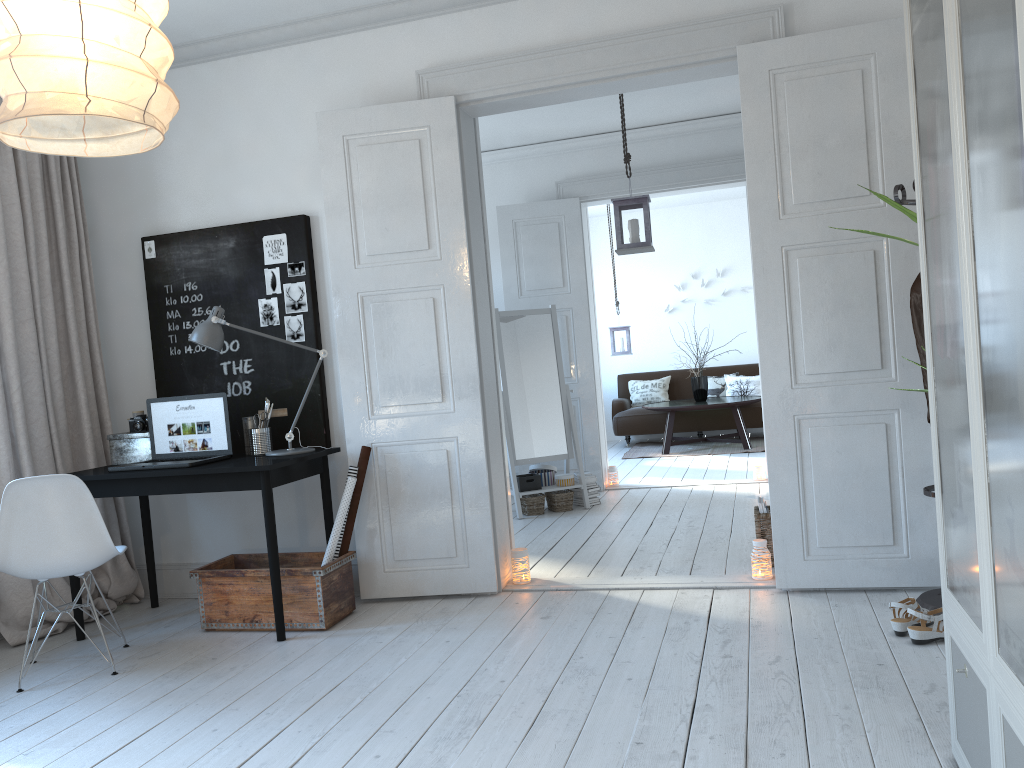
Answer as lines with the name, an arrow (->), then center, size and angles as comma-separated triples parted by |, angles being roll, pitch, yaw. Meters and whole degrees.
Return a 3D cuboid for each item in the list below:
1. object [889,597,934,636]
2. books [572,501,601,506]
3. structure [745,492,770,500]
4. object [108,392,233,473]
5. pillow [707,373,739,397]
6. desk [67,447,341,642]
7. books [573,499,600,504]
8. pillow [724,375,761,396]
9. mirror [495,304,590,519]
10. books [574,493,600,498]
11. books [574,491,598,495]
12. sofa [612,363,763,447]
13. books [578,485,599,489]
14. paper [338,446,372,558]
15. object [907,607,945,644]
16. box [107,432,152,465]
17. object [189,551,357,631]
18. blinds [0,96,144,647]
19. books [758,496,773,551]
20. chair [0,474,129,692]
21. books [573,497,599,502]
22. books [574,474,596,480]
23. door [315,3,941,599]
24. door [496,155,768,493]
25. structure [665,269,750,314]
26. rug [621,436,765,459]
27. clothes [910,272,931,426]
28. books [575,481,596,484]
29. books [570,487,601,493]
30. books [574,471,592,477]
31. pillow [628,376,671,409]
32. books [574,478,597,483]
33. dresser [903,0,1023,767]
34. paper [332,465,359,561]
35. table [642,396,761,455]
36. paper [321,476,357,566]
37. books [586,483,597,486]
object -> 1.465, 0.834, 3.265 | 0.272, 0.126, 0.099 | -6, 2, -42
books -> 0.552, 0.882, 6.575 | 0.128, 0.016, 0.178 | -6, 2, -36
structure -> 2.268, -0.581, 6.209 | 1.247, 2.830, 0.800 | -6, 3, -29
object -> -1.581, 0.220, 4.078 | 0.446, 0.315, 0.325 | -4, 2, 16
pillow -> 2.414, 0.058, 10.353 | 0.473, 0.348, 0.158 | -4, 2, 14
desk -> -1.444, 0.744, 4.165 | 1.160, 0.759, 0.650 | -4, 2, 16
books -> 0.546, 0.866, 6.574 | 0.128, 0.016, 0.177 | -6, 2, -33
pillow -> 2.674, 0.030, 10.201 | 0.471, 0.309, 0.188 | -4, 2, 16
mirror -> 0.172, 0.177, 6.439 | 0.610, 1.490, 0.417 | -6, 3, -20
books -> 0.542, 0.821, 6.568 | 0.132, 0.017, 0.187 | -6, 2, -37
books -> 0.533, 0.801, 6.574 | 0.128, 0.022, 0.167 | -6, 2, -40
sofa -> 2.275, 0.226, 10.331 | 2.166, 0.825, 0.967 | -4, 2, 16
books -> 0.541, 0.757, 6.570 | 0.128, 0.016, 0.178 | -6, 2, -31
paper -> -0.764, 0.672, 4.139 | 0.297, 0.747, 0.048 | -6, 3, -29
object -> 1.515, 0.834, 3.105 | 0.272, 0.126, 0.099 | -5, 2, -12
box -> -1.838, 0.313, 4.423 | 0.317, 0.152, 0.192 | -4, 2, 16
object -> -1.081, 0.953, 4.079 | 0.665, 0.282, 0.339 | -4, 2, 16
blinds -> -2.247, -0.141, 4.261 | 0.225, 2.649, 0.830 | -4, 2, 15
books -> 1.331, 0.715, 4.390 | 0.201, 0.300, 0.179 | -4, 2, 16
chair -> -1.826, 0.756, 3.607 | 0.474, 0.825, 0.554 | -6, 2, -19
books -> 0.544, 0.849, 6.571 | 0.128, 0.016, 0.181 | -6, 2, -29
books -> 0.530, 0.681, 6.561 | 0.132, 0.017, 0.187 | -5, 1, -11
door -> 0.485, -0.297, 4.151 | 2.599, 2.507, 0.577 | -4, 2, 16
door -> 1.283, -0.437, 7.053 | 2.599, 2.507, 0.577 | -4, 2, 16
structure -> 2.340, -1.137, 10.704 | 1.025, 0.478, 0.085 | -4, 2, 16
rug -> 2.102, 0.658, 9.616 | 1.711, 0.055, 1.454 | -4, 1, 16
clothes -> 1.630, -0.193, 3.313 | 0.211, 0.771, 0.237 | -7, 3, -41
books -> 0.533, 0.724, 6.565 | 0.128, 0.016, 0.180 | -5, 1, -13
books -> 0.541, 0.778, 6.562 | 0.128, 0.022, 0.193 | -6, 2, -42
books -> 0.524, 0.666, 6.574 | 0.111, 0.014, 0.156 | -5, 1, -5
pillow -> 1.649, 0.105, 10.607 | 0.519, 0.367, 0.238 | -4, 2, 15
books -> 0.537, 0.702, 6.556 | 0.128, 0.026, 0.200 | -5, 1, -13
dresser -> 1.126, -0.129, 1.441 | 0.631, 2.164, 1.430 | -4, 2, 16
paper -> -0.804, 0.720, 4.080 | 0.266, 0.669, 0.043 | -6, 3, -29
table -> 2.075, 0.435, 9.581 | 1.300, 0.503, 1.299 | -5, 2, 6
paper -> -0.818, 0.740, 4.024 | 0.283, 0.627, 0.041 | -5, 2, -6
books -> 0.535, 0.740, 6.569 | 0.128, 0.016, 0.176 | -5, 1, -18
